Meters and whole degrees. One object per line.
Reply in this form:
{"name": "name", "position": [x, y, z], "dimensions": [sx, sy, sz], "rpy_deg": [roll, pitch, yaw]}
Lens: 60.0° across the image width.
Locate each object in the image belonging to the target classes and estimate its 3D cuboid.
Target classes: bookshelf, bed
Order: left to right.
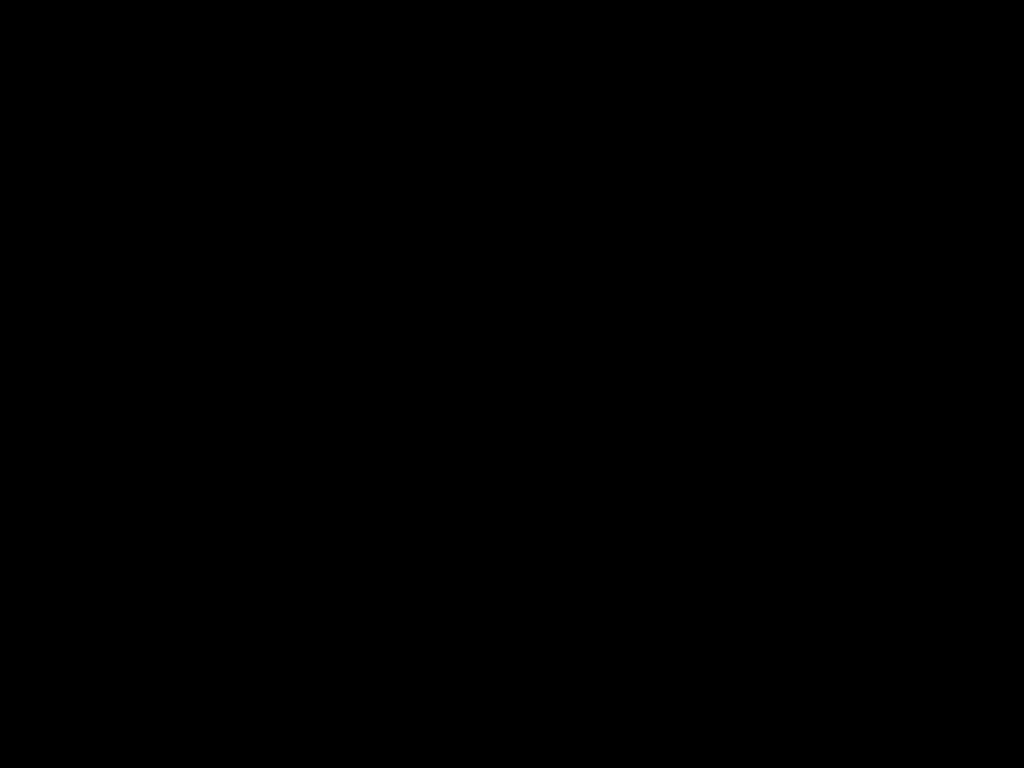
{"name": "bookshelf", "position": [-1.068, 0.040, 2.311], "dimensions": [1.495, 0.303, 0.643], "rpy_deg": [0, 1, -44]}
{"name": "bed", "position": [0.197, -0.265, 0.986], "dimensions": [2.087, 0.994, 3.009], "rpy_deg": [0, 1, -44]}

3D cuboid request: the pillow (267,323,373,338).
{"name": "pillow", "position": [-0.661, -0.217, 2.347], "dimensions": [0.470, 0.241, 0.498], "rpy_deg": [1, 1, 11]}
